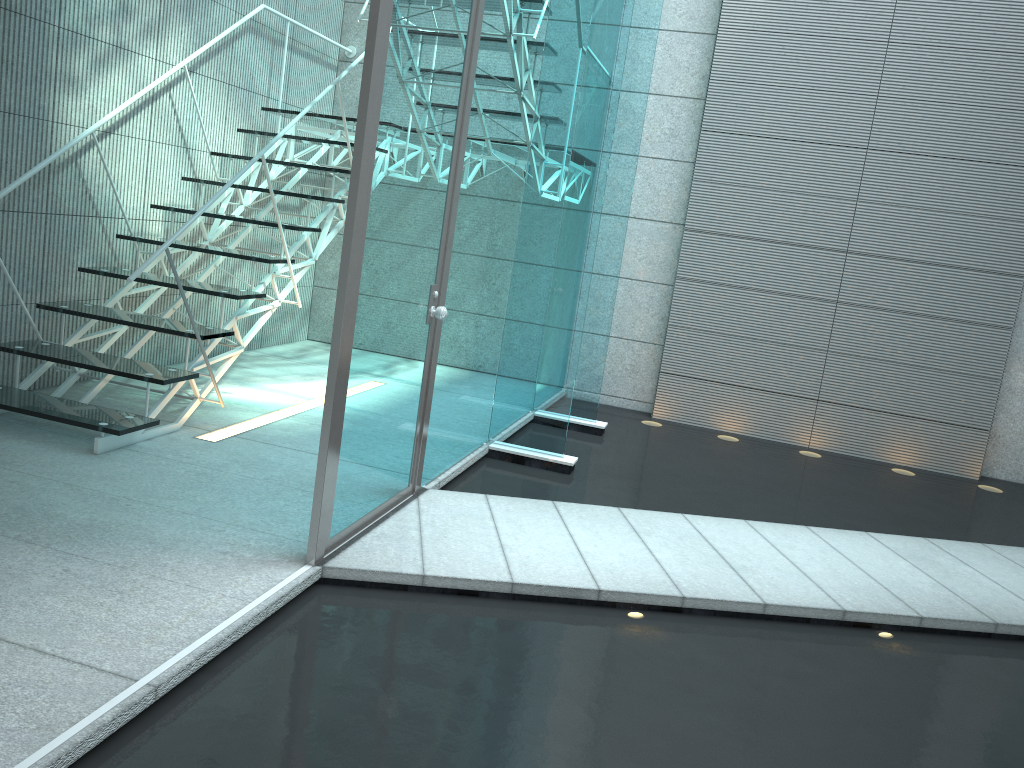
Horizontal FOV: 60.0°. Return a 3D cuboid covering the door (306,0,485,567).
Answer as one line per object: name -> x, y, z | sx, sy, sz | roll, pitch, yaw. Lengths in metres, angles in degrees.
door -> -0.308, -0.531, 2.840 | 0.076, 2.054, 0.868 | 10, 9, 13

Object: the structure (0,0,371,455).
structure -> -0.551, -2.853, 4.358 | 1.913, 5.978, 3.307 | 10, 9, 13
